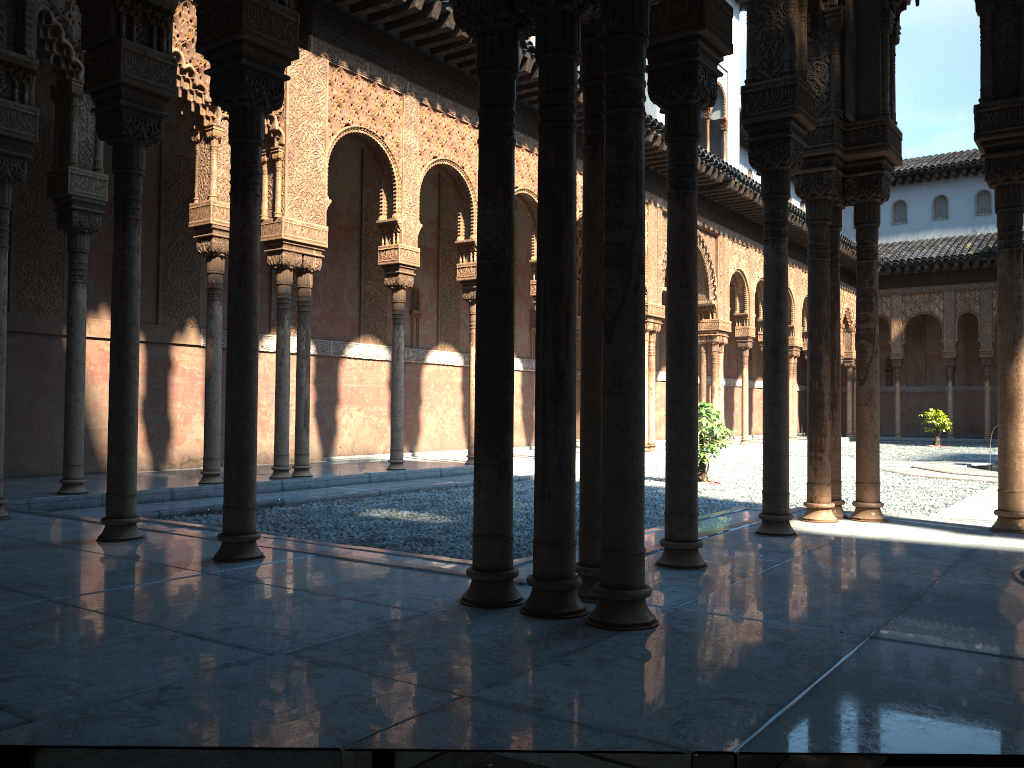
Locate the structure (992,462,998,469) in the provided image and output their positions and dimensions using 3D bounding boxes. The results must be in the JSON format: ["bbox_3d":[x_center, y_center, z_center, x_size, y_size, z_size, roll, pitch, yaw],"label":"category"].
[{"bbox_3d":[11.328,0.747,16.109,4.508,1.991,4.508,-1,-2,35],"label":"structure"}]
